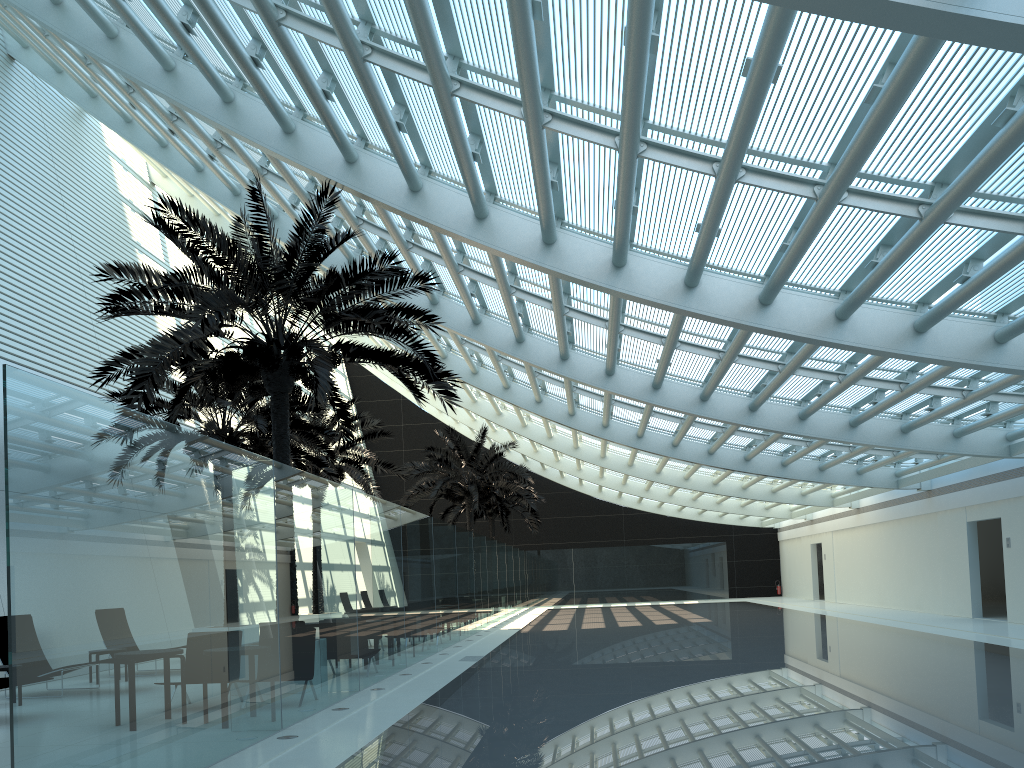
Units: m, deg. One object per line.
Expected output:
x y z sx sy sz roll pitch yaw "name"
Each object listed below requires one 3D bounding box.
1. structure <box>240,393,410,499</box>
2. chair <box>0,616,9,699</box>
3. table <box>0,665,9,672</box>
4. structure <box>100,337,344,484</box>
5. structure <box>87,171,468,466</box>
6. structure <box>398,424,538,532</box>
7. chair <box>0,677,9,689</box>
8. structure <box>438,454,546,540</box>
-5.535 3.568 24.047 4.334 6.760 4.671 -7 -7 38 "structure"
-6.240 3.861 12.522 2.038 1.135 0.940 -3 -6 5 "chair"
-6.716 3.951 11.378 0.557 0.506 0.562 5 -11 -42 "table"
-5.889 2.267 18.011 4.639 6.701 4.363 -1 -6 -16 "structure"
-3.284 0.723 11.993 4.849 6.883 4.504 -5 -6 23 "structure"
-1.503 4.928 31.188 4.822 6.884 4.529 -2 -5 -1 "structure"
-6.480 3.296 9.943 2.038 1.135 0.940 -3 -6 5 "chair"
-0.717 6.715 39.351 4.454 6.881 4.906 -1 -6 -16 "structure"
